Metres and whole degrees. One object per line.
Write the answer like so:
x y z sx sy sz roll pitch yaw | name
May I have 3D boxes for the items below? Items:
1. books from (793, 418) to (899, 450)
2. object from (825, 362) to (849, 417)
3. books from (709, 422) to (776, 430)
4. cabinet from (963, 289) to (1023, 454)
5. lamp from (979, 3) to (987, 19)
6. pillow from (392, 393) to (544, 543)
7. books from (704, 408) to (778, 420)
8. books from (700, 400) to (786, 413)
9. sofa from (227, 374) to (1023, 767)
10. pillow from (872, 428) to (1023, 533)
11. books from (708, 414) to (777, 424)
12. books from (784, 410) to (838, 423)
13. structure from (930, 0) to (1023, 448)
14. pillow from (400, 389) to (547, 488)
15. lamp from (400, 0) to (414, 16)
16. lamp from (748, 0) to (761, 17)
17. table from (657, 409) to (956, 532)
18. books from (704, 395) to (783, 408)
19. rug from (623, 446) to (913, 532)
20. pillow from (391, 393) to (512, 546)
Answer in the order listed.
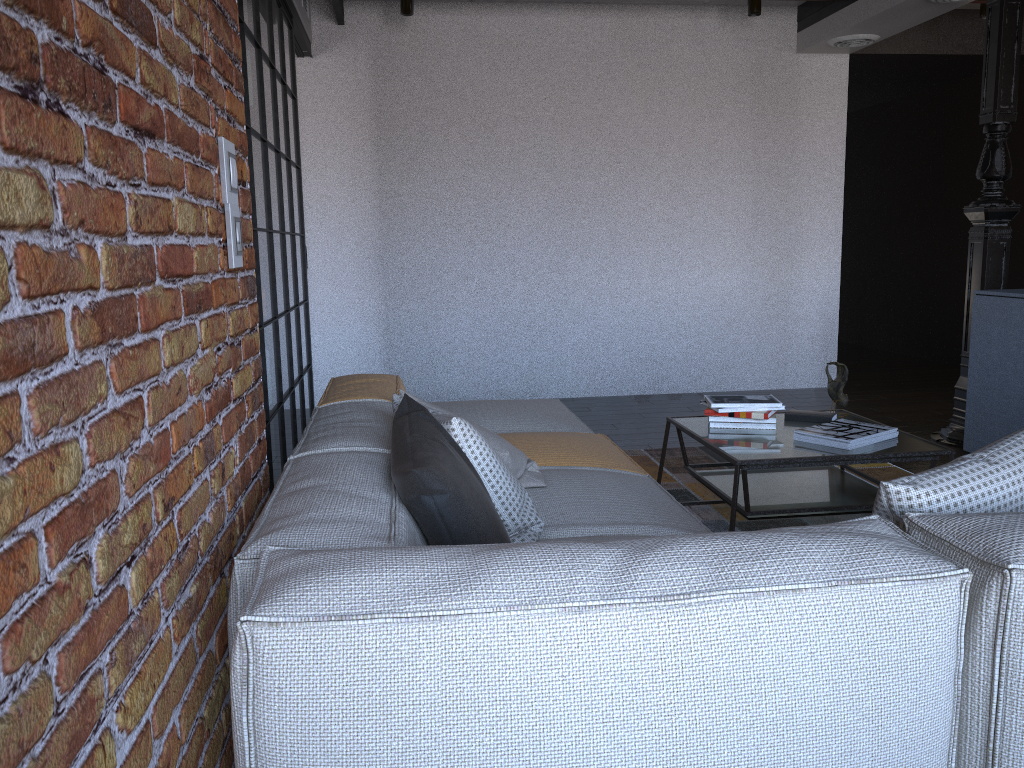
1.190 0.177 3.159 0.308 0.038 0.225 -8 11 -36 | books
1.303 0.015 3.563 0.099 0.223 0.093 5 11 32 | object
0.894 0.142 3.454 0.247 0.024 0.209 1 9 12 | books
2.820 0.156 3.127 0.607 0.845 2.957 -2 9 -7 | cabinet
3.109 -2.502 5.830 0.082 0.184 0.113 -9 12 -41 | lamp
-0.122 0.209 2.269 0.293 0.355 0.495 -5 10 -21 | pillow
0.886 0.102 3.424 0.239 0.023 0.190 3 10 27 | books
0.893 0.081 3.441 0.268 0.014 0.196 -2 9 -8 | books
0.610 0.333 2.876 2.536 0.698 3.297 -2 9 -7 | sofa
0.865 0.265 1.715 0.543 0.402 0.250 -5 10 -24 | pillow
0.893 0.119 3.451 0.251 0.023 0.209 1 9 12 | books
1.182 0.126 3.503 0.182 0.029 0.129 4 10 30 | books
-1.055 -0.527 2.934 8.512 2.396 0.481 -5 10 -26 | structure
-0.101 0.179 2.643 0.485 0.314 0.358 5 11 35 | pillow
-0.643 -2.346 5.387 0.093 0.210 0.146 -3 9 -11 | lamp
1.528 -2.442 5.646 0.120 0.184 0.082 5 11 34 | lamp
1.053 0.368 3.304 0.842 0.389 0.847 -2 9 -7 | table
0.893 0.066 3.438 0.268 0.014 0.196 0 9 4 | books
1.252 0.515 3.692 1.432 0.013 2.362 -2 9 -7 | rug
-0.134 0.247 1.928 0.263 0.401 0.509 -3 9 -13 | pillow
